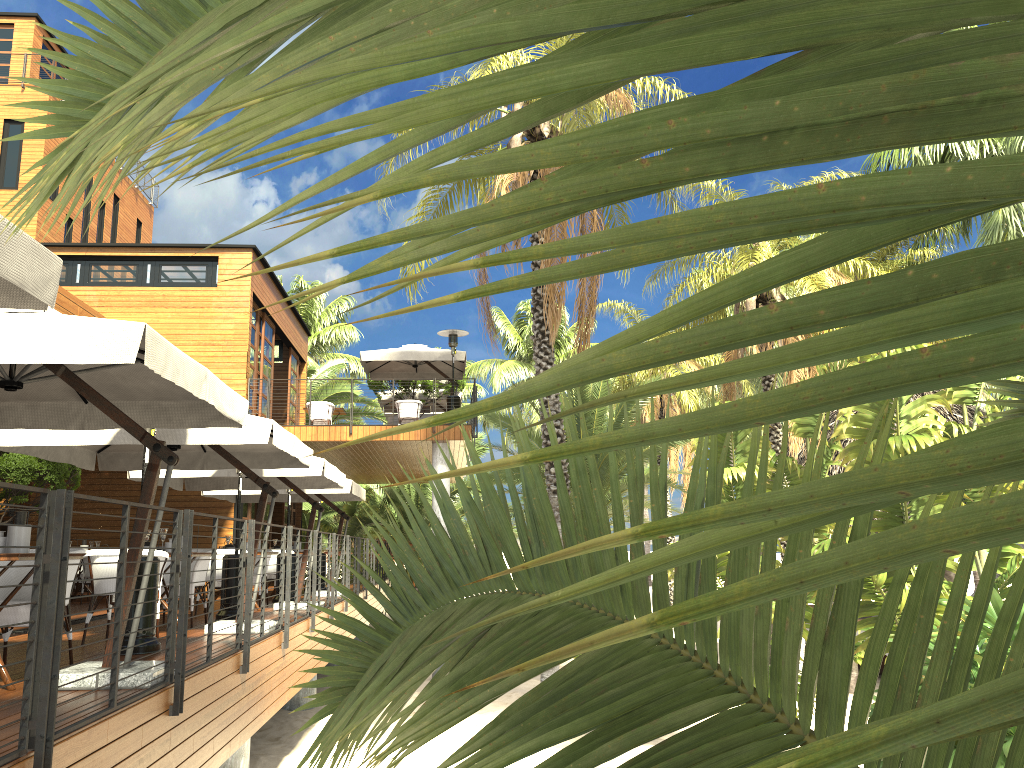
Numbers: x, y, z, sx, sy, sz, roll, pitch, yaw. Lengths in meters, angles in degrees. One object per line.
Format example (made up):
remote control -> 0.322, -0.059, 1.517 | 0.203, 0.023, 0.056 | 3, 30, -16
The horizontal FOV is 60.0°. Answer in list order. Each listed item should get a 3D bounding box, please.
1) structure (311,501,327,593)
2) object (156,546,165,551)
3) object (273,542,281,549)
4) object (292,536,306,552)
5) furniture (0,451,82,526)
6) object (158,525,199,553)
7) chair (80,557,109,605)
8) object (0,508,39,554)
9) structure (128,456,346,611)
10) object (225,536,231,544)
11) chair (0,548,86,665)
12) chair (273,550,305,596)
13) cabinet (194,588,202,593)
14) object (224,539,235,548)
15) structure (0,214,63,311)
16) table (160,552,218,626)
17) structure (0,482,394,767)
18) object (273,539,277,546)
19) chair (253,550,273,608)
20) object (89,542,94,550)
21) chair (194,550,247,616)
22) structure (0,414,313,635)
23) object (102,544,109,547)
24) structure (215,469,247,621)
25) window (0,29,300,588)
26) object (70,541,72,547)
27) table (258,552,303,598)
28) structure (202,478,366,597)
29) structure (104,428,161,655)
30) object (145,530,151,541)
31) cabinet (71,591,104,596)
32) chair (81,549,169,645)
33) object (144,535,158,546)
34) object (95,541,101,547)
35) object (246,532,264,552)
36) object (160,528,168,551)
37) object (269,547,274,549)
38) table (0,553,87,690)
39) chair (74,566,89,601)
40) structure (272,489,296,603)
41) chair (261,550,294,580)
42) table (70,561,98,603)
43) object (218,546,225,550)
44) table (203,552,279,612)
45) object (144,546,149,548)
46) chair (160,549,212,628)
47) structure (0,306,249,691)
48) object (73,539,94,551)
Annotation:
structure -> -3.667, 2.827, 16.824 | 0.699, 2.200, 0.697 | 2, -12, -16
object -> -3.458, 1.637, 8.750 | 0.116, 0.065, 0.115 | 0, -11, -6
object -> -4.035, 2.796, 15.208 | 0.163, 0.179, 0.167 | -1, -11, -2
object -> -3.735, 2.754, 15.237 | 0.263, 0.265, 0.263 | -10, -14, 40
furniture -> -7.555, 1.822, 12.396 | 2.615, 2.733, 2.685 | 2, -11, -13
object -> -3.239, 1.507, 8.612 | 0.263, 0.265, 0.263 | -10, -14, 40
chair -> -6.406, 3.060, 13.960 | 0.615, 0.791, 0.626 | -11, -15, 41
object -> -2.992, 0.885, 5.312 | 0.263, 0.265, 0.263 | -10, -14, 40
structure -> -3.600, 1.855, 11.981 | 2.413, 2.341, 2.405 | 0, -11, -4
object -> -3.874, 2.183, 12.087 | 0.082, 0.228, 0.082 | 0, -12, -3
chair -> -3.227, 1.497, 5.901 | 0.627, 0.791, 0.614 | 0, -11, -3
chair -> -3.977, 3.384, 15.924 | 0.627, 0.791, 0.614 | 0, -11, -3
cabinet -> -6.748, 3.599, 16.922 | 1.611, 0.841, 0.555 | 0, -11, -4
object -> -3.785, 2.169, 11.874 | 0.163, 0.179, 0.167 | -1, -11, -2
structure -> -2.860, -0.007, 2.088 | 2.413, 2.341, 2.405 | 0, -11, -4
table -> -3.415, 2.000, 8.472 | 0.931, 0.752, 0.928 | 0, -11, -4
structure -> -2.555, 2.766, 12.868 | 0.163, 1.157, 26.171 | 0, -11, -4
object -> -4.123, 2.811, 15.422 | 0.082, 0.228, 0.082 | 0, -12, -3
chair -> -3.727, 2.756, 12.587 | 0.627, 0.791, 0.614 | 0, -11, -3
object -> -7.057, 2.760, 14.879 | 0.082, 0.228, 0.082 | 9, -15, -41
chair -> -3.639, 2.471, 11.069 | 0.627, 0.791, 0.614 | 0, -11, -3
structure -> -3.353, 1.234, 8.683 | 2.413, 2.341, 2.405 | 0, -11, -4
object -> -6.703, 2.735, 14.629 | 0.167, 0.179, 0.163 | -12, -15, 44
structure -> -3.178, 1.598, 10.292 | 0.699, 2.200, 0.697 | 2, -12, -16
window -> -10.634, -4.627, 19.359 | 14.479, 18.030, 38.301 | 5, -12, -27
object -> -7.141, 2.652, 14.290 | 0.082, 0.228, 0.082 | 9, -15, -41
table -> -3.910, 3.247, 15.094 | 0.931, 0.752, 0.928 | 0, -11, -4
structure -> -3.846, 2.476, 15.279 | 2.413, 2.341, 2.405 | 0, -11, -4
structure -> -2.935, 0.985, 7.041 | 0.699, 2.200, 0.697 | 2, -12, -16
object -> -3.628, 1.563, 8.797 | 0.082, 0.228, 0.081 | 2, -12, -15
cabinet -> -8.366, 3.604, 16.800 | 1.611, 0.841, 0.555 | 0, -11, -4
chair -> -3.389, 1.842, 7.732 | 0.627, 0.791, 0.614 | 0, -11, -3
object -> -3.539, 1.549, 8.583 | 0.163, 0.179, 0.167 | -1, -11, -2
object -> -6.793, 2.691, 14.534 | 0.082, 0.228, 0.082 | -8, -13, 30
object -> -3.485, 2.126, 11.902 | 0.263, 0.265, 0.263 | -10, -14, 40
object -> -3.291, 1.476, 8.363 | 0.082, 0.228, 0.082 | 0, -12, -3
object -> -4.062, 2.801, 14.979 | 0.086, 0.086, 0.086 | 0, -11, -4
table -> -3.167, 1.377, 5.165 | 0.931, 0.752, 0.928 | 0, -11, -4
chair -> -7.558, 3.299, 15.133 | 0.615, 0.791, 0.626 | -11, -15, 41
structure -> -3.422, 2.212, 13.554 | 0.699, 2.200, 0.697 | 2, -12, -16
chair -> -3.888, 3.099, 14.405 | 0.627, 0.791, 0.614 | 0, -11, -3
table -> -7.069, 3.193, 14.513 | 1.166, 0.752, 1.162 | -1, -11, 1
object -> -3.813, 2.174, 11.644 | 0.086, 0.086, 0.086 | -1, -11, 0
table -> -3.662, 2.623, 11.779 | 0.931, 0.752, 0.928 | 0, -11, -4
object -> -3.457, 1.568, 8.377 | 0.116, 0.065, 0.115 | 0, -11, -6
chair -> -3.482, 2.139, 9.308 | 0.627, 0.791, 0.614 | 0, -11, -3
structure -> -3.106, 0.613, 5.385 | 2.413, 2.341, 2.405 | 0, -11, -4
object -> -7.088, 2.694, 14.603 | 0.263, 0.265, 0.263 | -11, -15, 41
